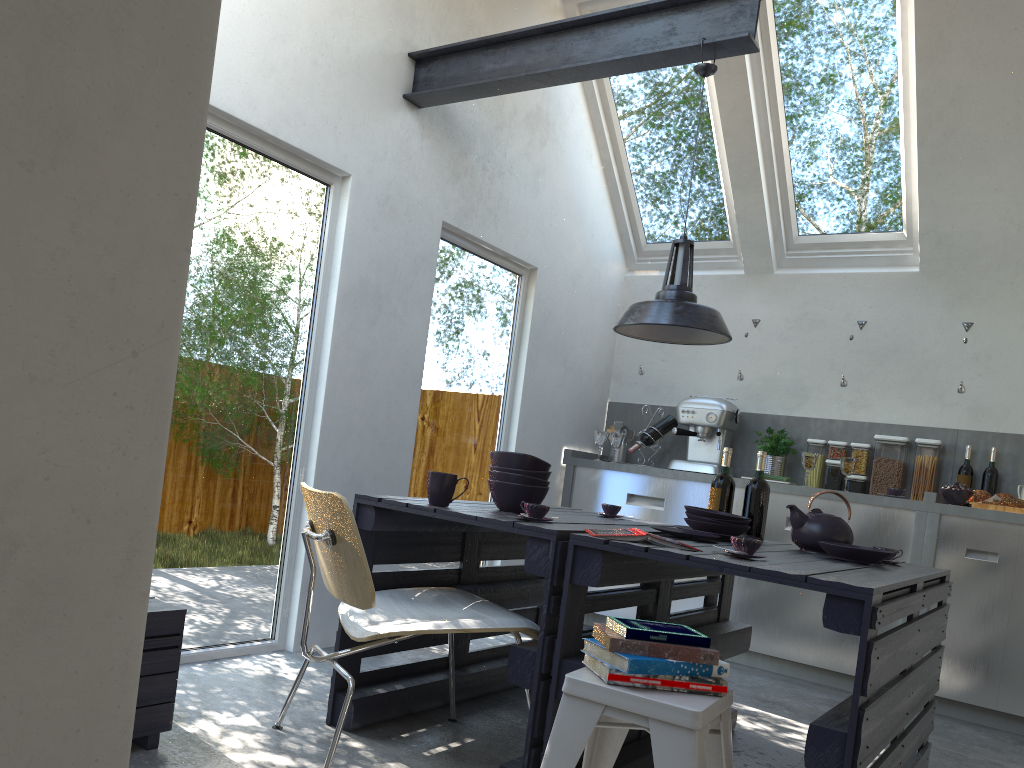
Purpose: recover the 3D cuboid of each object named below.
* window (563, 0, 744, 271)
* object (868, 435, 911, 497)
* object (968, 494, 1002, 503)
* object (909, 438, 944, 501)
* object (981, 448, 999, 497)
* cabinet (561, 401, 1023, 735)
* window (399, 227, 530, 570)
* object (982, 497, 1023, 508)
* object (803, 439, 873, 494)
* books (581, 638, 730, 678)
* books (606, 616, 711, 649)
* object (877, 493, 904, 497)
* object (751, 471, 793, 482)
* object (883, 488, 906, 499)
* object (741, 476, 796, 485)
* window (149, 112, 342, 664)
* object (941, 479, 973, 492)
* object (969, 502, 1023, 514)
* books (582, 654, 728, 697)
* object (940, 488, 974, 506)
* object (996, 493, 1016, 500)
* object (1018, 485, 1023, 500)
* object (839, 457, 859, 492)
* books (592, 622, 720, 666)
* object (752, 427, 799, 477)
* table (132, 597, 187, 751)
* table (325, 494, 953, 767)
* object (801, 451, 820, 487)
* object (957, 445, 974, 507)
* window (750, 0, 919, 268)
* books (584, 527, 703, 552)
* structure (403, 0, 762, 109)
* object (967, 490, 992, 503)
[{"bbox_3d":[0.931,-1.519,5.370,0.876,1.396,1.410,7,-2,34],"label":"window"},{"bbox_3d":[2.132,0.475,4.950,0.184,0.354,0.121,7,0,34],"label":"object"},{"bbox_3d":[2.428,0.586,4.444,0.191,0.059,0.206,11,-6,-35],"label":"object"},{"bbox_3d":[2.288,0.486,4.841,0.135,0.354,0.121,8,0,34],"label":"object"},{"bbox_3d":[2.548,0.510,4.662,0.076,0.345,0.068,8,1,38],"label":"object"},{"bbox_3d":[1.661,0.903,5.011,3.007,1.477,0.539,5,-2,35],"label":"cabinet"},{"bbox_3d":[-0.306,0.301,4.847,0.062,2.129,0.934,8,0,34],"label":"window"},{"bbox_3d":[2.564,0.565,4.295,0.460,0.112,0.125,7,-3,7],"label":"object"},{"bbox_3d":[1.893,0.484,5.099,0.360,0.294,0.100,6,-1,35],"label":"object"},{"bbox_3d":[0.338,0.653,2.088,0.274,0.033,0.206,10,-5,-23],"label":"books"},{"bbox_3d":[0.346,0.592,2.089,0.202,0.025,0.146,8,-5,-8],"label":"books"},{"bbox_3d":[1.980,0.584,4.567,0.135,0.013,0.027,7,-4,11],"label":"object"},{"bbox_3d":[1.455,0.531,5.020,0.134,0.053,0.292,11,-6,-40],"label":"object"},{"bbox_3d":[2.012,0.574,4.593,0.110,0.056,0.123,11,-5,-40],"label":"object"},{"bbox_3d":[1.471,0.555,5.009,0.276,0.012,0.172,4,-6,33],"label":"object"},{"bbox_3d":[-1.164,0.067,3.526,0.062,2.129,0.934,8,0,34],"label":"window"},{"bbox_3d":[2.245,0.526,4.413,0.166,0.095,0.136,6,-3,21],"label":"object"},{"bbox_3d":[2.537,0.631,4.294,0.496,0.028,0.292,4,-6,35],"label":"object"},{"bbox_3d":[0.334,0.686,2.089,0.281,0.035,0.201,8,-5,-8],"label":"books"},{"bbox_3d":[2.238,0.576,4.413,0.145,0.079,0.149,8,-4,-8],"label":"object"},{"bbox_3d":[2.507,0.592,4.454,0.116,0.077,0.122,8,-3,-12],"label":"object"},{"bbox_3d":[2.594,0.573,4.385,0.085,0.119,0.085,9,-1,-34],"label":"object"},{"bbox_3d":[1.852,0.503,4.835,0.102,0.192,0.094,8,0,23],"label":"object"},{"bbox_3d":[0.337,0.620,2.090,0.253,0.032,0.176,8,-5,-3],"label":"books"},{"bbox_3d":[1.562,0.427,5.250,0.243,0.342,0.255,8,-1,-13],"label":"object"},{"bbox_3d":[-1.444,0.788,2.381,0.552,0.415,0.880,6,-4,34],"label":"table"},{"bbox_3d":[0.483,0.914,3.068,1.689,0.796,1.431,5,-5,35],"label":"table"},{"bbox_3d":[1.634,0.473,4.827,0.097,0.192,0.099,8,0,-7],"label":"object"},{"bbox_3d":[2.451,0.504,4.731,0.076,0.345,0.069,8,1,28],"label":"object"},{"bbox_3d":[1.775,-1.467,4.758,0.876,1.389,1.403,7,-2,34],"label":"window"},{"bbox_3d":[0.375,0.441,2.543,0.307,0.030,0.222,7,-5,3],"label":"books"},{"bbox_3d":[-0.195,-1.404,3.922,2.661,0.208,0.129,4,-3,36],"label":"structure"},{"bbox_3d":[2.388,0.577,4.462,0.116,0.077,0.122,8,-3,-12],"label":"object"}]
